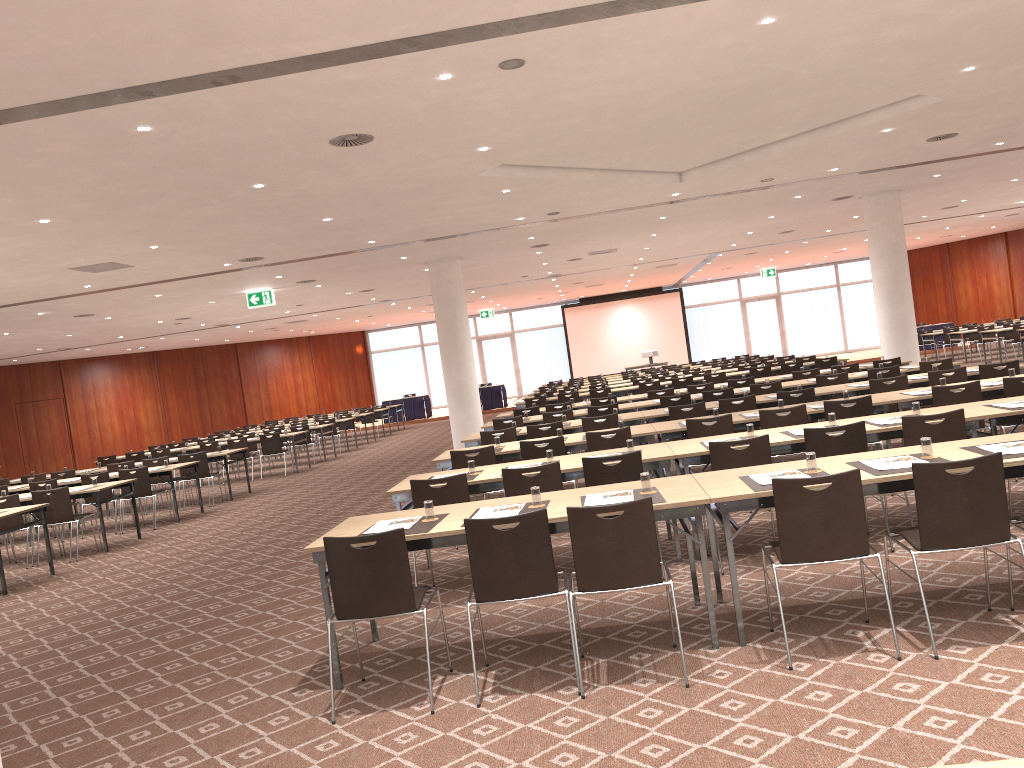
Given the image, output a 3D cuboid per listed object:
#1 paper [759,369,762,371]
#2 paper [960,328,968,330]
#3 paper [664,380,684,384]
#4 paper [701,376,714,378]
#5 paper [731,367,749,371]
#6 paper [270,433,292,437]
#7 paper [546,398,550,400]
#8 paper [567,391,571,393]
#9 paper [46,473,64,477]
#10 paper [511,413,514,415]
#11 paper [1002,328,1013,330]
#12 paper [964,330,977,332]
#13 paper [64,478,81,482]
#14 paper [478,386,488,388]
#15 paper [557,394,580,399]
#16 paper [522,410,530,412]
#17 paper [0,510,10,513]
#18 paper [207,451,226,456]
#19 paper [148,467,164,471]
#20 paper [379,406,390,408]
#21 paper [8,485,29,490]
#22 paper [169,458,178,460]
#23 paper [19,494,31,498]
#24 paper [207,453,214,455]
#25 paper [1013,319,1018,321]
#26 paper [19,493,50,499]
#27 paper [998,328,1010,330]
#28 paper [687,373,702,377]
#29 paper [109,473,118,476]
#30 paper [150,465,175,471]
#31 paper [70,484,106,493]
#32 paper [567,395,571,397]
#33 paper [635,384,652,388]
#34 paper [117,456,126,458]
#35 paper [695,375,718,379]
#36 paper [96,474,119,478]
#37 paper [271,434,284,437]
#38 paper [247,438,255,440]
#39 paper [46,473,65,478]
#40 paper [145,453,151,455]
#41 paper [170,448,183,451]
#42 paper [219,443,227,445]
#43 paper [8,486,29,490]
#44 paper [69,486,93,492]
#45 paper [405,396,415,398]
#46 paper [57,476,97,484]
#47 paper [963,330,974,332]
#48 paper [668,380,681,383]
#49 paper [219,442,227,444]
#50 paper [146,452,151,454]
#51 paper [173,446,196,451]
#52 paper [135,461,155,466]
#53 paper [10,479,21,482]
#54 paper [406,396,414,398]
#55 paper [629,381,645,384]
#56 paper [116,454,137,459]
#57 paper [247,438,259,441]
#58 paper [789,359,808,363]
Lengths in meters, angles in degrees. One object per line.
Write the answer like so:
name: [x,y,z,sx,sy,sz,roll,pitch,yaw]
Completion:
paper: [5.042,-0.276,18.269,0.460,0.003,0.565,-8,1,5]
paper: [13.062,-1.587,25.571,0.283,0.006,0.398,-8,1,3]
paper: [3.411,-0.050,18.428,0.460,0.003,0.565,-8,1,4]
paper: [4.032,-0.141,18.412,0.283,0.006,0.398,-8,1,5]
paper: [5.202,-0.346,20.234,0.460,0.003,0.565,-8,1,6]
paper: [-5.078,1.125,19.237,0.460,0.003,0.565,-8,1,6]
paper: [0.561,0.345,18.675,0.460,0.003,0.565,-8,1,5]
paper: [1.303,0.187,20.688,0.283,0.006,0.398,-8,1,6]
paper: [-8.305,1.652,16.105,0.283,0.006,0.398,-8,1,4]
paper: [0.228,0.477,15.193,0.460,0.003,0.565,-8,1,7]
paper: [12.131,-1.355,21.585,0.460,0.003,0.565,-8,1,7]
paper: [12.277,-1.424,23.564,0.460,0.003,0.565,-8,1,4]
paper: [-6.878,1.504,13.962,0.283,0.006,0.398,-8,1,7]
paper: [-1.012,0.101,32.441,0.460,0.003,0.565,-8,1,5]
paper: [1.189,0.258,18.621,0.460,0.003,0.565,-8,1,5]
paper: [0.200,0.474,15.302,0.283,0.006,0.398,-8,1,5]
paper: [-5.943,1.478,9.799,0.460,0.003,0.565,-8,1,2]
paper: [-5.395,1.255,15.764,0.460,0.003,0.565,-8,1,3]
paper: [-5.593,1.326,13.830,0.283,0.006,0.398,-8,1,5]
paper: [-4.190,0.758,29.179,0.460,0.003,0.565,-8,1,5]
paper: [-7.835,1.637,14.038,0.283,0.006,0.398,-8,1,6]
paper: [-6.068,1.343,15.856,0.283,0.006,0.398,-8,1,8]
paper: [-6.435,1.492,11.894,0.283,0.006,0.398,-8,1,5]
paper: [-5.452,1.258,15.800,0.283,0.006,0.398,-8,1,4]
paper: [15.536,-1.973,27.277,0.460,0.003,0.565,-8,1,5]
paper: [-6.375,1.488,11.841,0.460,0.003,0.565,-8,1,7]
paper: [12.061,-1.351,21.663,0.283,0.006,0.398,-8,1,5]
paper: [4.221,-0.211,20.347,0.460,0.003,0.565,-8,1,6]
paper: [-6.240,1.415,13.897,0.283,0.006,0.398,-8,1,5]
paper: [-5.572,1.328,13.777,0.460,0.003,0.565,-8,1,5]
paper: [-5.757,1.403,11.776,0.460,0.003,0.565,-8,1,5]
paper: [1.114,0.263,18.686,0.283,0.006,0.398,-8,1,6]
paper: [2.802,0.035,18.465,0.460,0.003,0.565,-8,1,6]
paper: [-8.643,1.614,19.633,0.283,0.006,0.398,-8,1,6]
paper: [4.050,-0.138,18.337,0.460,0.003,0.565,-8,1,6]
paper: [-6.231,1.420,13.831,0.460,0.003,0.565,-8,1,3]
paper: [-5.137,1.128,19.299,0.283,0.006,0.398,-8,1,3]
paper: [-5.773,1.216,19.360,0.283,0.006,0.398,-8,1,4]
paper: [-8.249,1.650,16.017,0.460,0.003,0.565,-8,1,6]
paper: [-7.939,1.521,19.512,0.460,0.003,0.565,-8,1,3]
paper: [-7.383,1.440,19.495,0.283,0.006,0.398,-8,1,5]
paper: [-6.356,1.302,19.354,0.460,0.003,0.565,-8,1,2]
paper: [-7.794,1.636,13.989,0.460,0.003,0.565,-8,1,8]
paper: [-5.776,1.401,11.815,0.283,0.006,0.398,-8,1,4]
paper: [-3.817,0.490,32.712,0.460,0.003,0.565,-8,1,5]
paper: [-6.822,1.502,13.856,0.460,0.003,0.565,-8,1,6]
paper: [12.244,-1.426,23.658,0.283,0.006,0.398,-8,1,5]
paper: [3.386,-0.052,18.466,0.283,0.006,0.398,-8,1,3]
paper: [-6.404,1.303,19.443,0.283,0.006,0.398,-8,1,5]
paper: [-7.975,1.521,19.590,0.283,0.006,0.398,-8,1,8]
paper: [-7.290,1.431,19.463,0.460,0.003,0.565,-8,1,7]
paper: [-6.652,1.429,15.872,0.460,0.003,0.565,-8,1,3]
paper: [-8.979,1.746,16.142,0.283,0.006,0.398,-8,1,4]
paper: [-3.772,0.481,32.643,0.283,0.006,0.398,-8,1,5]
paper: [2.951,-0.035,20.462,0.460,0.003,0.565,-8,1,4]
paper: [-8.587,1.611,19.578,0.460,0.003,0.565,-8,1,6]
paper: [-5.717,1.214,19.310,0.460,0.003,0.565,-8,1,3]
paper: [6.483,-0.524,20.107,0.460,0.003,0.565,-8,1,7]
